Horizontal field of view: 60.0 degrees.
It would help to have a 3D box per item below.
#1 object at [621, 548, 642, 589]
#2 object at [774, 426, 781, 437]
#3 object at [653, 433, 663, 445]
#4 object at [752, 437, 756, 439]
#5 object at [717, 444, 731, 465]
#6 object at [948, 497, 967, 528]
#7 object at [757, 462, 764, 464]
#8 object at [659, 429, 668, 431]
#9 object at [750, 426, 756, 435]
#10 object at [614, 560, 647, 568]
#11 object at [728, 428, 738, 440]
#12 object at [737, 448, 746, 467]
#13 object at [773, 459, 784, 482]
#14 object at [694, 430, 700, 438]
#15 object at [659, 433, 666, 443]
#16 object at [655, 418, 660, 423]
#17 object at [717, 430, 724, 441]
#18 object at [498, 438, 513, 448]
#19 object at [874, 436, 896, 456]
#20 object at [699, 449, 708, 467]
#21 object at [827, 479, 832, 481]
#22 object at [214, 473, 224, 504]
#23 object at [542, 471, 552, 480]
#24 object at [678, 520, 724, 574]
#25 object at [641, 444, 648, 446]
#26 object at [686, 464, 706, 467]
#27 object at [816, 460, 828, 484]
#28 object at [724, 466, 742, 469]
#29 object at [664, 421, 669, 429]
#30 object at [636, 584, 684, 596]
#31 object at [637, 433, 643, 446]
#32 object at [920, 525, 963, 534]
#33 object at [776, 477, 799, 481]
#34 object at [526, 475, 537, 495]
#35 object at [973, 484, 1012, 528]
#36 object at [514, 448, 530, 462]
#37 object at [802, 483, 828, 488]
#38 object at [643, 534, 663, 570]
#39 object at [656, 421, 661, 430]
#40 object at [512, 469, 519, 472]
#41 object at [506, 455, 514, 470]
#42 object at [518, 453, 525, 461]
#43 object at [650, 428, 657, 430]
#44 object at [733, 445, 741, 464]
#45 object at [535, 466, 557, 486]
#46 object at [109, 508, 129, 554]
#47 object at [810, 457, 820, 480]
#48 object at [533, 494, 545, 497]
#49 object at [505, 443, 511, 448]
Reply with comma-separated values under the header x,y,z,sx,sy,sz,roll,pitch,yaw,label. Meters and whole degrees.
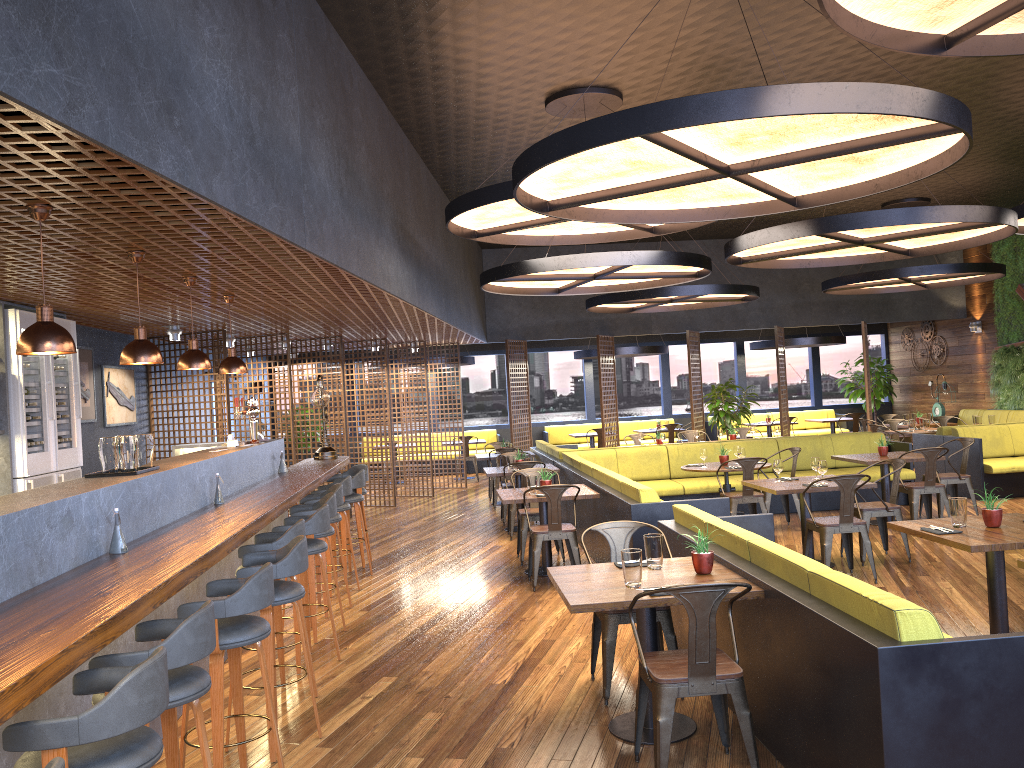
x,y,z,sx,sy,sz,roll,pitch,yaw,label
0.580,0.891,4.275,0.102,0.178,0.102,-4,-1,31,object
4.124,0.761,13.774,0.097,0.206,0.097,-4,-1,41,object
2.291,0.829,13.841,0.238,0.271,0.260,-3,-1,17,object
3.954,0.868,14.213,0.157,0.019,0.255,-3,0,-4,object
2.412,0.791,10.137,0.238,0.271,0.260,-3,-1,17,object
2.706,0.781,5.374,0.102,0.178,0.102,-3,-1,-39,object
2.733,0.902,10.128,0.255,0.019,0.157,-3,0,-2,object
3.119,0.947,18.317,0.255,0.019,0.157,-3,0,-5,object
3.826,0.780,14.090,0.097,0.206,0.097,-4,-1,41,object
0.689,0.969,4.818,0.255,0.019,0.157,-3,0,-5,object
3.460,0.764,13.936,0.238,0.271,0.260,-3,-1,17,object
2.558,0.816,9.874,0.097,0.206,0.097,-3,-1,20,object
2.479,0.807,8.251,0.097,0.206,0.097,-3,0,-13,object
2.921,0.831,14.016,0.097,0.206,0.097,-4,-1,41,object
2.315,0.861,13.626,0.097,0.206,0.097,-4,-1,41,object
3.093,0.825,18.651,0.238,0.271,0.260,-3,-1,17,object
3.220,0.811,13.700,0.097,0.206,0.097,-4,-1,41,object
-0.112,0.964,13.882,0.260,0.271,0.238,-3,0,-3,object
4.250,0.688,10.146,0.260,0.271,0.238,-3,-1,31,object
2.177,0.839,10.067,0.097,0.206,0.097,-4,-1,37,object
2.964,0.873,8.149,0.255,0.019,0.157,-3,0,-4,object
-1.962,0.696,5.923,0.069,0.203,0.114,-3,-1,-16,object
0.344,0.941,8.668,0.102,0.178,0.102,-3,-1,-19,object
0.972,0.824,4.509,0.238,0.271,0.260,-3,0,1,object
2.145,0.969,14.065,0.157,0.019,0.255,-3,0,-4,object
2.143,0.936,10.235,0.255,0.019,0.157,-3,-1,28,object
2.777,0.787,7.935,0.097,0.206,0.097,-3,0,-13,object
2.428,0.916,9.764,0.157,0.019,0.255,-3,0,2,object
3.246,0.862,18.585,0.102,0.178,0.102,-3,-1,-19,object
0.710,0.962,4.154,0.255,0.019,0.157,-3,0,-5,object
2.017,0.881,13.942,0.097,0.206,0.097,-4,-1,41,object
2.557,0.868,5.310,0.157,0.019,0.255,-3,0,-5,object
2.606,0.895,8.374,0.157,0.019,0.255,-3,0,-4,object
0.188,0.947,8.314,0.102,0.178,0.102,-4,-1,31,object
2.875,0.724,5.334,0.238,0.271,0.260,-4,-1,34,object
0.104,0.930,11.214,0.260,0.271,0.238,-3,0,-3,object
2.660,0.887,7.811,0.157,0.019,0.255,-3,0,-4,object
0.748,0.884,4.665,0.102,0.178,0.102,-3,-1,-19,object
3.050,0.872,18.472,0.102,0.178,0.102,-3,-1,-19,object
0.086,1.054,10.874,0.255,0.019,0.157,-3,0,-5,object
-0.016,0.981,11.011,0.102,0.178,0.102,-3,-1,-19,object
0.126,0.976,11.359,0.102,0.178,0.102,-3,-1,-19,object
3.058,0.956,18.978,0.255,0.019,0.157,-3,0,-5,object
2.609,0.816,10.256,0.097,0.206,0.097,-4,-1,34,object
0.312,0.895,8.499,0.238,0.271,0.260,-3,-1,17,object
-1.816,0.672,4.074,0.069,0.203,0.114,-3,-1,-44,object
2.835,0.787,8.272,0.097,0.206,0.097,-3,0,-4,object
0.304,1.019,8.182,0.255,0.019,0.157,-3,0,-5,object
-0.057,1.006,13.739,0.102,0.178,0.102,-3,0,1,object
